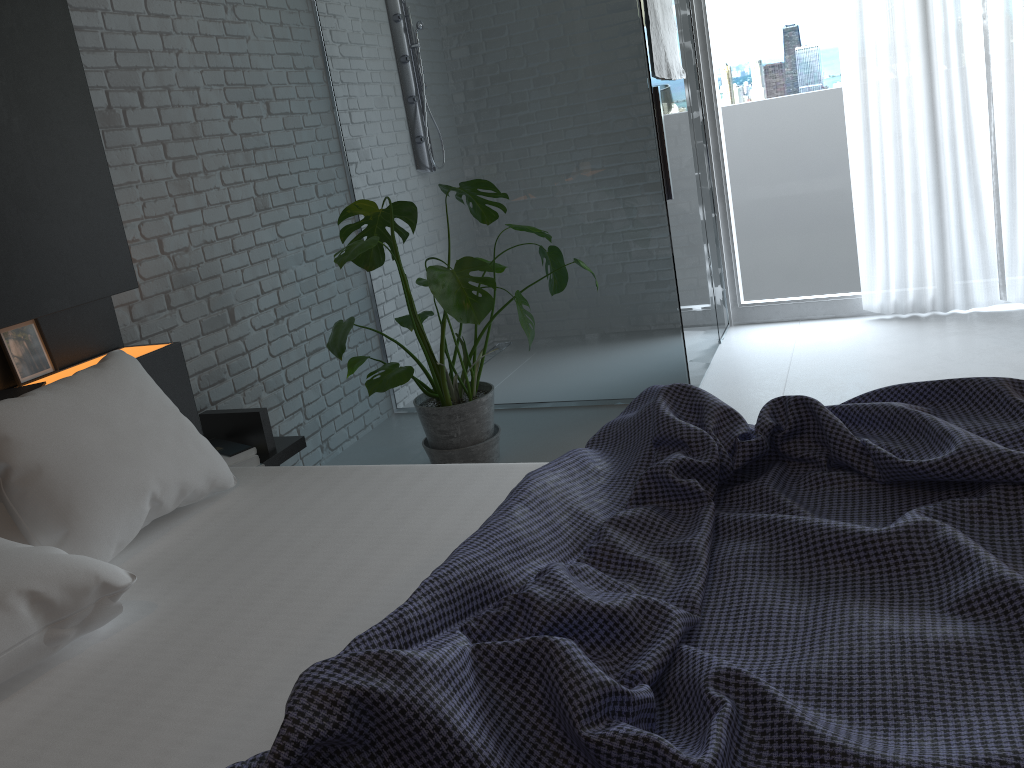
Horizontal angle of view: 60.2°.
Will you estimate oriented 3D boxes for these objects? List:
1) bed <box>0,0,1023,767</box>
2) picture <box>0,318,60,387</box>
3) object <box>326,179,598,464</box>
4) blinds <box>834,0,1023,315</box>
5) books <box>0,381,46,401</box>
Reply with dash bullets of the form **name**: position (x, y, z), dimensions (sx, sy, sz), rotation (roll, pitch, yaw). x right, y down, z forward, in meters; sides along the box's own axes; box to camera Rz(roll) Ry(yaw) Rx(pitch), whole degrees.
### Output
- **bed**: position (-0.340, -0.146, 1.326), dimensions (2.601, 2.009, 2.611), rotation (-4, 15, 23)
- **picture**: position (-1.254, -0.086, 2.288), dimensions (0.036, 0.155, 0.127), rotation (-5, 14, 22)
- **object**: position (-0.167, -0.216, 3.265), dimensions (0.852, 1.031, 1.007), rotation (2, 17, 40)
- **blinds**: position (2.378, -1.660, 3.788), dimensions (1.848, 2.654, 0.139), rotation (-4, 12, 23)
- **books**: position (-1.208, 0.028, 2.137), dimensions (0.125, 0.013, 0.161), rotation (-14, 16, -16)
